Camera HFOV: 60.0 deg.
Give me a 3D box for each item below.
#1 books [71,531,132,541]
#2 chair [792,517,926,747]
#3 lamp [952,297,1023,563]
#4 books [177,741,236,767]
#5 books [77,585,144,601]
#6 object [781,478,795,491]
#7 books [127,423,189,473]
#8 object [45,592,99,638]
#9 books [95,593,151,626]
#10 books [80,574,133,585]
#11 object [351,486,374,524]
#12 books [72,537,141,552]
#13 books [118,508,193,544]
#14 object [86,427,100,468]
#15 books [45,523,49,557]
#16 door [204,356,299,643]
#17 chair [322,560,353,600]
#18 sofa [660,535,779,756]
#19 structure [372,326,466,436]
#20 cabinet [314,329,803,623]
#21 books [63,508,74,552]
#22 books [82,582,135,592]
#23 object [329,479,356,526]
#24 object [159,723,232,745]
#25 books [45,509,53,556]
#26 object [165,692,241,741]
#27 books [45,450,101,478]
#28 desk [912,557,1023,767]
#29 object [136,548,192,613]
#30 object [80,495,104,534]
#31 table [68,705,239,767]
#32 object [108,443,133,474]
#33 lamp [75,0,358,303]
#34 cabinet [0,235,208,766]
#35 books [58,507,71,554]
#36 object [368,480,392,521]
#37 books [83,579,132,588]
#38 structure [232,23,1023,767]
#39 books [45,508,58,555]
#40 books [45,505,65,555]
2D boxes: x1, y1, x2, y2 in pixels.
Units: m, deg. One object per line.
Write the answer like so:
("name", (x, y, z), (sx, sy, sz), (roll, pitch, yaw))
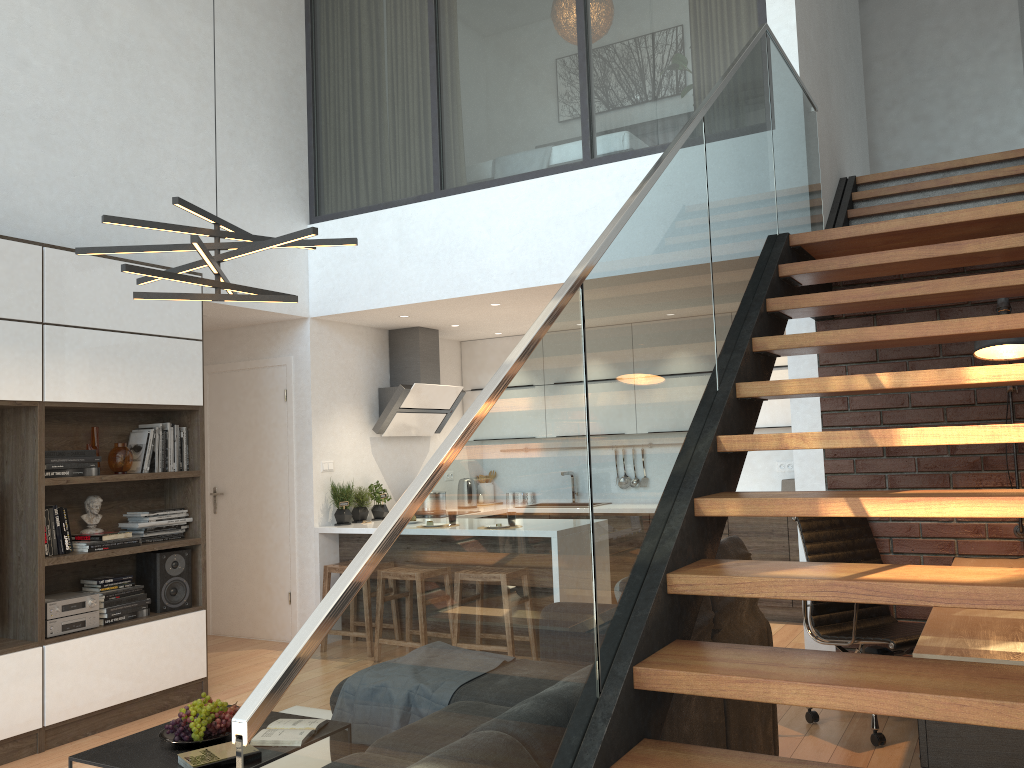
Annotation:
("books", (-2.234, 0.825, 4.806), (0.266, 0.030, 0.209), (-4, -4, 23))
("chair", (1.785, 1.122, 4.271), (0.651, 0.991, 0.700), (0, -5, -26))
("lamp", (2.288, 0.569, 3.876), (0.462, 2.003, 1.054), (-3, -4, 13))
("books", (-1.006, 1.280, 3.042), (0.225, 0.029, 0.179), (1, -5, -38))
("books", (-2.197, 1.140, 4.844), (0.224, 0.042, 0.277), (-4, -4, 25))
("object", (2.279, 0.846, 7.013), (0.177, 0.195, 0.260), (1, -5, -40))
("books", (-2.088, 0.373, 5.176), (0.201, 0.287, 0.332), (-4, -5, 29))
("object", (-2.320, 1.179, 4.541), (0.270, 0.174, 0.285), (-4, -5, 29))
("books", (-2.174, 1.221, 4.834), (0.248, 0.123, 0.307), (-4, -4, 24))
("books", (-2.222, 1.071, 4.861), (0.161, 0.023, 0.213), (-5, -5, 33))
("object", (-1.157, 0.920, 6.814), (0.221, 0.283, 0.211), (-6, -5, 42))
("books", (-2.213, 0.862, 4.782), (0.250, 0.047, 0.310), (-5, -5, 35))
("books", (-2.067, 0.815, 5.113), (0.224, 0.176, 0.374), (-4, -5, 29))
("object", (-2.300, 0.367, 4.858), (0.082, 0.265, 0.081), (1, -5, -39))
("books", (-2.430, 0.755, 4.501), (0.189, 0.240, 0.053), (-4, -5, 29))
("door", (-2.031, 0.886, 6.831), (0.974, 2.136, 0.085), (-4, -5, 29))
("chair", (-1.078, 1.573, 6.278), (0.450, 0.600, 0.350), (-4, -5, 29))
("sofa", (-0.575, 1.112, 2.829), (2.108, 0.995, 3.169), (-4, -5, 29))
("structure", (-0.772, -0.068, 7.441), (0.407, 0.998, 0.898), (-4, -5, 29))
("cabinet", (0.647, 0.635, 6.715), (3.495, 2.401, 2.401), (-4, -5, 29))
("books", (-2.380, 0.764, 4.632), (0.179, 0.233, 0.077), (-4, -5, 29))
("books", (-2.205, 1.107, 4.848), (0.161, 0.023, 0.213), (-5, -5, 33))
("object", (-1.267, 0.869, 6.629), (0.186, 0.367, 0.196), (-4, -5, 29))
("object", (-1.166, 1.308, 3.324), (0.295, 0.026, 0.295), (-4, -4, 23))
("books", (-2.412, 0.757, 4.518), (0.170, 0.236, 0.049), (-5, -5, 30))
("object", (-1.172, 1.239, 3.338), (0.256, 0.173, 0.279), (-4, -5, 27))
("books", (-2.378, 0.418, 4.625), (0.277, 0.137, 0.343), (-4, -4, 24))
("desk", (1.950, 1.171, 3.320), (0.610, 0.750, 2.182), (-4, -5, 29))
("object", (-2.007, 1.129, 5.128), (0.244, 0.331, 0.214), (-6, -5, 39))
("object", (-2.294, 0.711, 4.841), (0.117, 0.207, 0.116), (-1, -4, -20))
("table", (-1.095, 1.477, 3.276), (0.700, 0.323, 0.700), (-4, -5, 29))
("object", (-2.168, 0.413, 4.911), (0.130, 0.171, 0.130), (-1, -4, -21))
("lamp", (-1.204, -2.138, 3.553), (1.200, 3.645, 0.831), (-6, -5, 39))
("cabinet", (-2.935, 0.501, 3.562), (0.338, 2.494, 4.036), (-4, -5, 29))
("books", (-2.369, 0.757, 4.587), (0.177, 0.242, 0.066), (-4, -5, 29))
("object", (-1.056, 0.914, 6.982), (0.179, 0.311, 0.172), (-6, -5, 40))
("books", (-2.209, 1.089, 4.850), (0.142, 0.015, 0.198), (-4, -5, 28))
("structure", (1.556, 0.057, 3.282), (1.289, 3.460, 5.660), (-4, -5, 29))
("books", (-2.395, 0.753, 4.534), (0.169, 0.242, 0.050), (-4, -5, 29))
("books", (-2.391, 0.750, 4.565), (0.193, 0.255, 0.066), (-4, -5, 29))
